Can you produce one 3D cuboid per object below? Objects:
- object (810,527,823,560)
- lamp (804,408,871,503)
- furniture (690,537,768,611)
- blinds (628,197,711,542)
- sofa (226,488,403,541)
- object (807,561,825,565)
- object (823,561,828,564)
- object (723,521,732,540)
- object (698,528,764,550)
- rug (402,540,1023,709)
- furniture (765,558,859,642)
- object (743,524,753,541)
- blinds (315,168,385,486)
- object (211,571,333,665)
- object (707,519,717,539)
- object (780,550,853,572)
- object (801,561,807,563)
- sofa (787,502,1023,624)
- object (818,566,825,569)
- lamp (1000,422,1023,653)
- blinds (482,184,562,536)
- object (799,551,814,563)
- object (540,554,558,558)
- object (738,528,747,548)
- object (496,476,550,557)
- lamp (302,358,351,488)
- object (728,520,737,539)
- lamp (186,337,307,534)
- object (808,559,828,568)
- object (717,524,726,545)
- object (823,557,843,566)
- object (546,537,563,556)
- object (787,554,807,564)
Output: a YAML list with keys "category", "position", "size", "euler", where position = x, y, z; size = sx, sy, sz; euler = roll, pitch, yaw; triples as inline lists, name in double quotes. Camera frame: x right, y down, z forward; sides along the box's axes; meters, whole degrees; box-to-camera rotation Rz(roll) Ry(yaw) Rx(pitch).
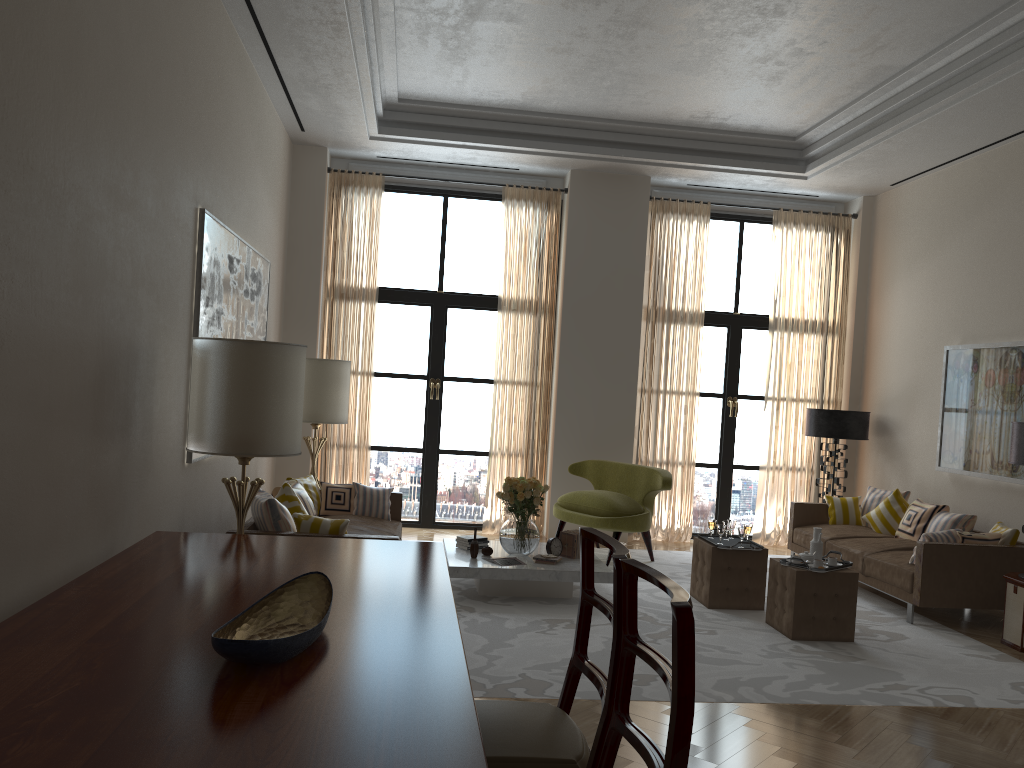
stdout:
- category: "object"
  position: [2.813, 1.482, 8.188]
  size: [0.113, 0.305, 0.125]
  euler: [4, 1, 30]
- category: "lamp"
  position: [4.397, 1.363, 12.142]
  size: [0.830, 2.020, 0.829]
  euler: [3, 1, -2]
- category: "furniture"
  position: [2.192, 1.917, 8.996]
  size: [0.614, 0.616, 0.613]
  euler: [3, 1, -7]
- category: "blinds"
  position: [2.229, -0.147, 12.585]
  size: [0.960, 4.877, 0.419]
  euler: [3, 1, -5]
- category: "sofa"
  position: [-1.724, 1.581, 8.372]
  size: [1.352, 0.820, 2.977]
  euler: [3, 0, -7]
- category: "object"
  position: [2.714, 1.600, 7.944]
  size: [0.186, 0.026, 0.041]
  euler: [3, 0, 1]
- category: "object"
  position: [2.871, 1.625, 8.080]
  size: [0.041, 0.015, 0.187]
  euler: [3, 0, 35]
- category: "object"
  position: [2.211, 1.512, 9.128]
  size: [0.098, 0.192, 0.098]
  euler: [3, 1, -7]
- category: "object"
  position: [2.208, 1.570, 8.984]
  size: [0.491, 0.092, 0.802]
  euler: [4, 0, -7]
- category: "rug"
  position: [1.386, 2.142, 8.898]
  size: [5.519, 0.065, 5.728]
  euler: [4, 0, -7]
- category: "furniture"
  position: [2.702, 1.943, 8.019]
  size: [0.614, 0.616, 0.613]
  euler: [3, 1, -7]
- category: "object"
  position: [2.391, 1.522, 8.998]
  size: [0.098, 0.192, 0.098]
  euler: [4, 1, 19]
- category: "blinds"
  position: [-2.225, -0.415, 12.066]
  size: [0.780, 4.889, 0.419]
  euler: [3, 1, -4]
- category: "object"
  position: [-0.897, 0.910, 3.404]
  size: [0.331, 0.164, 1.083]
  euler: [3, 0, 4]
- category: "object"
  position: [2.066, 1.503, 9.184]
  size: [0.098, 0.192, 0.098]
  euler: [3, 1, -24]
- category: "object"
  position: [2.752, 1.588, 8.011]
  size: [0.721, 0.101, 0.440]
  euler: [4, 0, -43]
- category: "object"
  position: [2.595, 1.591, 7.902]
  size: [0.052, 0.027, 0.080]
  euler: [4, 0, 41]
- category: "sofa"
  position: [4.371, 1.960, 9.996]
  size: [1.352, 0.820, 2.977]
  euler: [3, 0, -7]
- category: "object"
  position: [2.703, 1.610, 7.744]
  size: [0.053, 0.026, 0.049]
  euler: [3, 0, -5]
- category: "lamp"
  position: [4.872, 1.372, 7.940]
  size: [0.830, 2.020, 0.829]
  euler: [3, 1, -6]
- category: "blinds"
  position: [0.148, -0.275, 12.341]
  size: [0.874, 4.877, 0.418]
  euler: [3, 1, -4]
- category: "object"
  position: [2.684, 1.573, 8.086]
  size: [0.176, 0.105, 0.136]
  euler: [3, 0, -10]
- category: "object"
  position: [0.369, 1.715, 8.836]
  size: [0.139, 0.019, 0.137]
  euler: [4, 0, -22]
- category: "object"
  position: [2.256, 1.513, 8.700]
  size: [0.098, 0.192, 0.098]
  euler: [3, 1, -7]
- category: "object"
  position: [0.118, 1.358, 9.079]
  size: [0.540, 0.822, 0.626]
  euler: [3, 1, -11]
- category: "lamp"
  position: [-2.407, 0.823, 10.790]
  size: [0.768, 2.256, 0.766]
  euler: [2, 2, -43]
- category: "object"
  position: [2.291, 1.517, 9.247]
  size: [0.098, 0.192, 0.098]
  euler: [4, 1, 41]
- category: "lamp"
  position: [-1.877, 0.834, 6.159]
  size: [0.768, 2.256, 0.766]
  euler: [2, 2, -40]
- category: "object"
  position: [2.710, 1.591, 7.844]
  size: [0.176, 0.067, 0.176]
  euler: [3, 0, -5]
- category: "object"
  position: [2.081, 1.503, 8.836]
  size: [0.098, 0.192, 0.098]
  euler: [4, 1, 19]
- category: "object"
  position: [2.898, 1.605, 8.018]
  size: [0.176, 0.067, 0.176]
  euler: [3, 0, -8]
- category: "object"
  position: [0.436, 1.672, 9.073]
  size: [0.082, 0.209, 0.205]
  euler: [5, 1, 45]
- category: "object"
  position: [2.554, 1.570, 7.951]
  size: [0.176, 0.067, 0.176]
  euler: [4, 0, -31]
